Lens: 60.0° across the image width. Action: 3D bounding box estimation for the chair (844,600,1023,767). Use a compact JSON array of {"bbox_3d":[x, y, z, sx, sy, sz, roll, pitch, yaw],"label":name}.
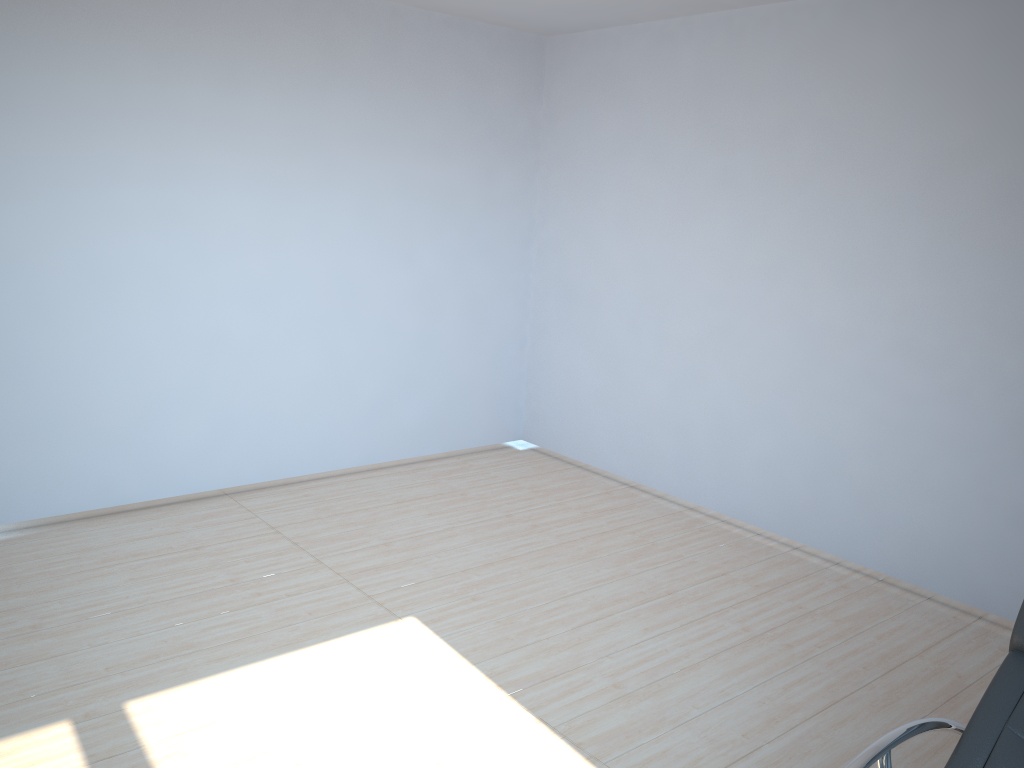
[{"bbox_3d":[0.997,1.072,1.695,2.114,0.953,0.836,-6,15,-40],"label":"chair"}]
